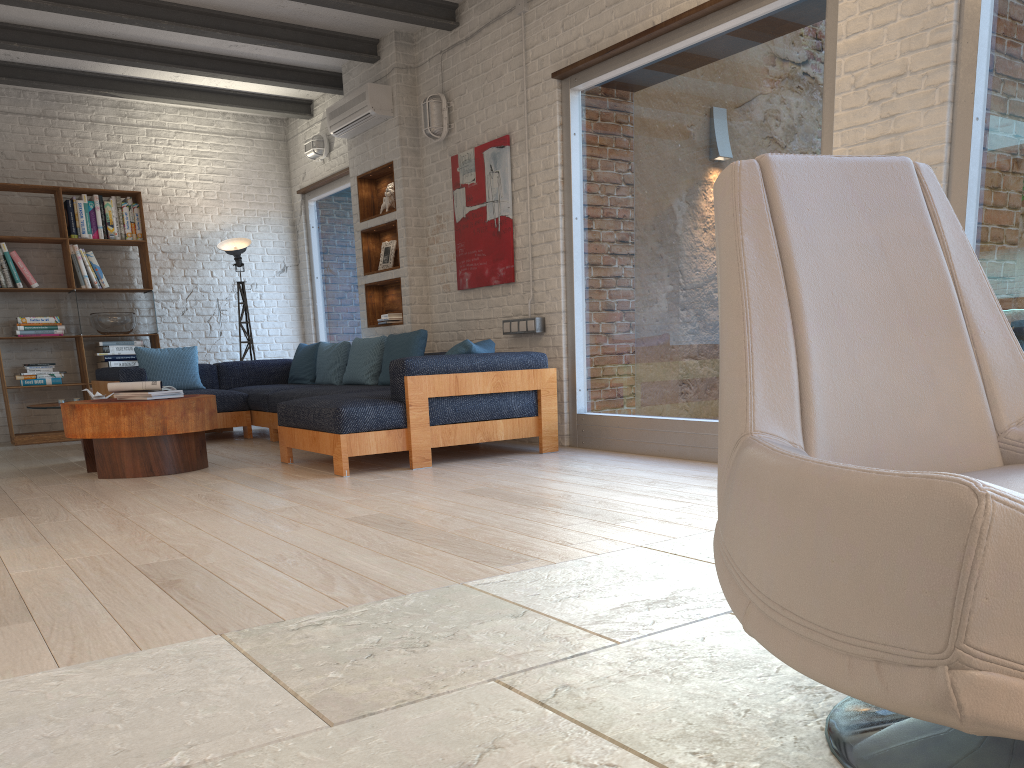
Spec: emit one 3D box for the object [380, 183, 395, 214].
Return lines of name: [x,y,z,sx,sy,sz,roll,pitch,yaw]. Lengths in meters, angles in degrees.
object: [-1.020,-1.527,7.208,0.111,0.250,0.212,-8,10,-26]

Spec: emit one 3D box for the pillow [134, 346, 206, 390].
pillow: [-2.997,-0.130,7.640,0.549,0.420,0.219,-6,11,-34]

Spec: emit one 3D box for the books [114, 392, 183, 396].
books: [-2.256,0.062,5.411,0.318,0.011,0.247,-1,3,25]

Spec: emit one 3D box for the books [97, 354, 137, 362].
books: [-3.679,-0.243,8.162,0.322,0.057,0.252,-4,4,-39]

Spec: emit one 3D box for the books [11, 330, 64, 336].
books: [-4.228,-0.457,7.768,0.375,0.037,0.241,-4,3,-39]

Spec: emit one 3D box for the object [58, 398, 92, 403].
object: [-3.179,0.112,6.380,0.068,0.028,0.296,0,3,34]

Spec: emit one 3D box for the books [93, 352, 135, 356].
books: [-3.674,-0.282,8.172,0.439,0.021,0.268,-4,3,-34]

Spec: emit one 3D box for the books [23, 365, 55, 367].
books: [-4.256,-0.162,7.836,0.240,0.008,0.154,-4,3,-34]

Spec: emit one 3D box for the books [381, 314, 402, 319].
books: [-1.021,-0.576,7.422,0.131,0.035,0.202,-4,3,-24]

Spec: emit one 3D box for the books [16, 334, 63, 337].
books: [-4.223,-0.429,7.785,0.352,0.021,0.268,-4,3,-34]

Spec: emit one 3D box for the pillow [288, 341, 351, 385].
pillow: [-1.748,-0.179,7.865,0.240,0.409,1.092,-9,7,-36]

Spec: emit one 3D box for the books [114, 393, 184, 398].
books: [-2.260,0.072,5.431,0.318,0.011,0.247,-1,3,25]

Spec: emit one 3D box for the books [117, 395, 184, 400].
books: [-2.249,0.083,5.422,0.317,0.011,0.247,-1,3,35]

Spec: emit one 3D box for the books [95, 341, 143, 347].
books: [-3.682,-0.377,8.165,0.375,0.037,0.241,-4,3,-34]

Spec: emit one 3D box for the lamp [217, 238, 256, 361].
lamp: [-2.411,-0.506,8.561,0.866,1.899,0.490,3,13,27]

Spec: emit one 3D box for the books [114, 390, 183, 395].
books: [-2.252,0.051,5.401,0.317,0.011,0.247,-1,3,30]

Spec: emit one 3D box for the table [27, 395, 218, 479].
table: [-2.621,0.319,5.858,1.067,0.458,1.802,-4,4,-29]

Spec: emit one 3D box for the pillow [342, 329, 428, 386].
pillow: [-0.997,-0.188,6.758,0.251,0.428,1.196,-9,7,-35]

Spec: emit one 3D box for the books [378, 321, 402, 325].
books: [-1.030,-0.522,7.433,0.161,0.017,0.248,-3,3,-24]

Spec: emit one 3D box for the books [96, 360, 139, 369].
books: [-3.661,-0.183,8.199,0.242,0.066,0.373,1,4,43]

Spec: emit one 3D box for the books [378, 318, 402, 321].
books: [-1.017,-0.549,7.421,0.169,0.019,0.233,-4,3,-32]

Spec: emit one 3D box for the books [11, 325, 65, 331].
books: [-4.217,-0.495,7.761,0.374,0.037,0.242,-4,3,-40]

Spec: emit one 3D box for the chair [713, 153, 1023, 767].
chair: [0.757,0.085,1.399,1.022,1.045,0.949,-5,8,-17]

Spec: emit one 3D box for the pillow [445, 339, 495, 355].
pillow: [-0.322,-0.117,5.624,0.377,0.337,0.550,0,5,16]

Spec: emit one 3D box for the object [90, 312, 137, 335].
object: [-3.710,-0.557,8.129,0.403,0.207,0.390,-2,5,7]

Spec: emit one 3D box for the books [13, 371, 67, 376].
books: [-4.240,-0.095,7.832,0.374,0.019,0.242,-4,3,-41]

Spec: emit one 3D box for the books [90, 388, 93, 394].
books: [-3.911,0.227,8.115,0.036,0.394,0.240,-11,13,-34]

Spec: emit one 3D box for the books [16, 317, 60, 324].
books: [-4.224,-0.563,7.764,0.323,0.057,0.251,-4,3,-32]

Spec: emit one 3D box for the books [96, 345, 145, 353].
books: [-3.679,-0.326,8.182,0.374,0.066,0.241,-4,4,-40]

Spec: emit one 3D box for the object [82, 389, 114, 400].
object: [-2.980,0.075,6.298,0.186,0.093,0.190,-3,4,-9]

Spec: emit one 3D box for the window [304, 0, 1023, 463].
window: [1.543,-2.783,3.846,0.637,6.581,12.169,-11,9,-34]

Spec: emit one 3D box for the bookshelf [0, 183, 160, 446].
bookshelf: [-3.959,-0.601,7.912,1.300,2.266,0.358,-9,14,-33]

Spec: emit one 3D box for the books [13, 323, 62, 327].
books: [-4.231,-0.524,7.769,0.351,0.021,0.269,-4,3,-35]

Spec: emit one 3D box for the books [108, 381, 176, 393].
books: [-2.307,0.038,5.456,0.322,0.112,0.266,-2,4,-1]
